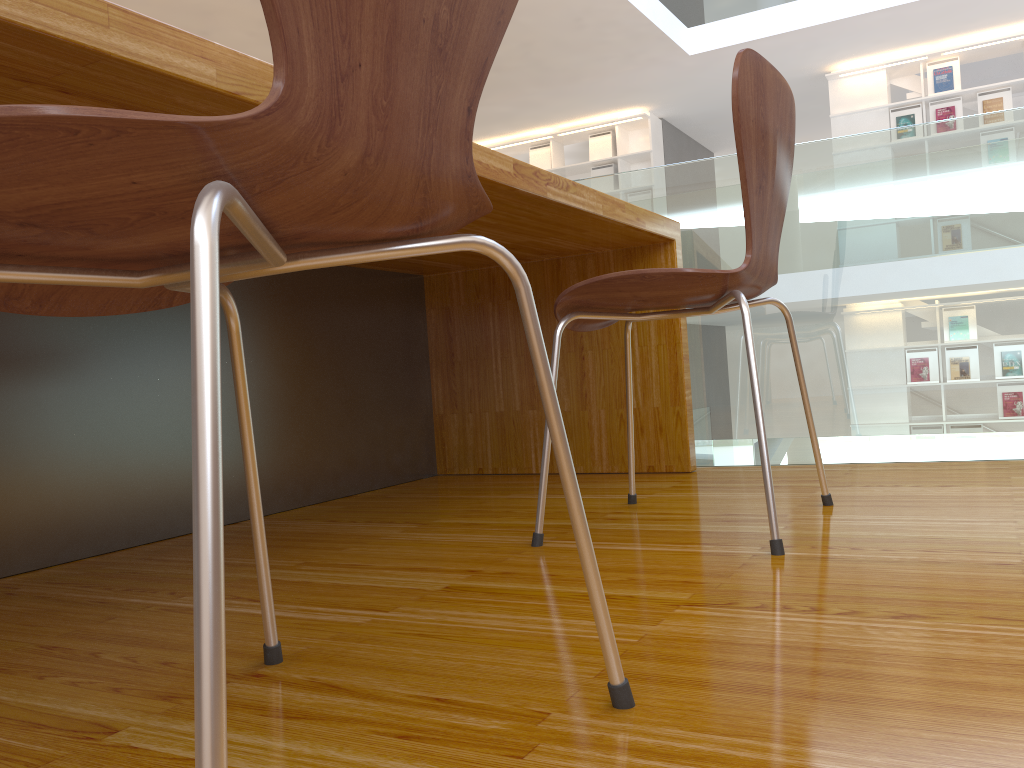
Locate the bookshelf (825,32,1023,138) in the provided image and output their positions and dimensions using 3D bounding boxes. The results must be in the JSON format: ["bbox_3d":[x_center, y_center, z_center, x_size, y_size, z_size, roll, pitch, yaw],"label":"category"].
[{"bbox_3d":[4.490,-1.938,7.013,3.666,1.836,0.498,-4,1,29],"label":"bookshelf"}]

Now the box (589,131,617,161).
[{"bbox_3d":[0.932,-2.382,8.996,0.245,0.296,0.274,-4,1,29],"label":"box"}]

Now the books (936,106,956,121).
[{"bbox_3d":[3.604,-2.194,7.367,0.145,0.210,0.037,-4,1,29],"label":"books"}]

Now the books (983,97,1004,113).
[{"bbox_3d":[3.909,-2.212,7.201,0.145,0.210,0.037,-4,1,29],"label":"books"}]

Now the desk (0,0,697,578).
[{"bbox_3d":[-1.004,0.105,1.105,1.527,0.785,3.243,-4,1,29],"label":"desk"}]

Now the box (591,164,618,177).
[{"bbox_3d":[0.953,-2.055,8.999,0.245,0.296,0.274,-4,1,29],"label":"box"}]

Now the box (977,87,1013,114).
[{"bbox_3d":[3.969,-2.249,7.285,0.245,0.296,0.274,-4,1,29],"label":"box"}]

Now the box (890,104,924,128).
[{"bbox_3d":[3.388,-2.212,7.601,0.245,0.296,0.274,-4,1,29],"label":"box"}]

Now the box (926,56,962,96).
[{"bbox_3d":[3.632,-2.557,7.453,0.245,0.296,0.274,-4,1,29],"label":"box"}]

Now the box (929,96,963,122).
[{"bbox_3d":[3.661,-2.229,7.467,0.245,0.296,0.274,-4,1,29],"label":"box"}]

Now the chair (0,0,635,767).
[{"bbox_3d":[-0.192,-0.075,0.589,0.381,0.693,0.428,-4,1,29],"label":"chair"}]

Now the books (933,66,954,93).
[{"bbox_3d":[3.582,-2.523,7.361,0.145,0.210,0.037,-4,1,29],"label":"books"}]

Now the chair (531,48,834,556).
[{"bbox_3d":[0.270,-0.114,1.443,0.381,0.693,0.428,-4,1,29],"label":"chair"}]

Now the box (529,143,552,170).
[{"bbox_3d":[0.336,-2.345,9.318,0.245,0.296,0.274,-4,1,29],"label":"box"}]

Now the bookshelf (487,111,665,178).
[{"bbox_3d":[0.133,-1.657,9.383,2.984,1.836,0.498,-4,1,29],"label":"bookshelf"}]

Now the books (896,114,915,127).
[{"bbox_3d":[3.338,-2.172,7.514,0.145,0.210,0.037,-4,1,29],"label":"books"}]
